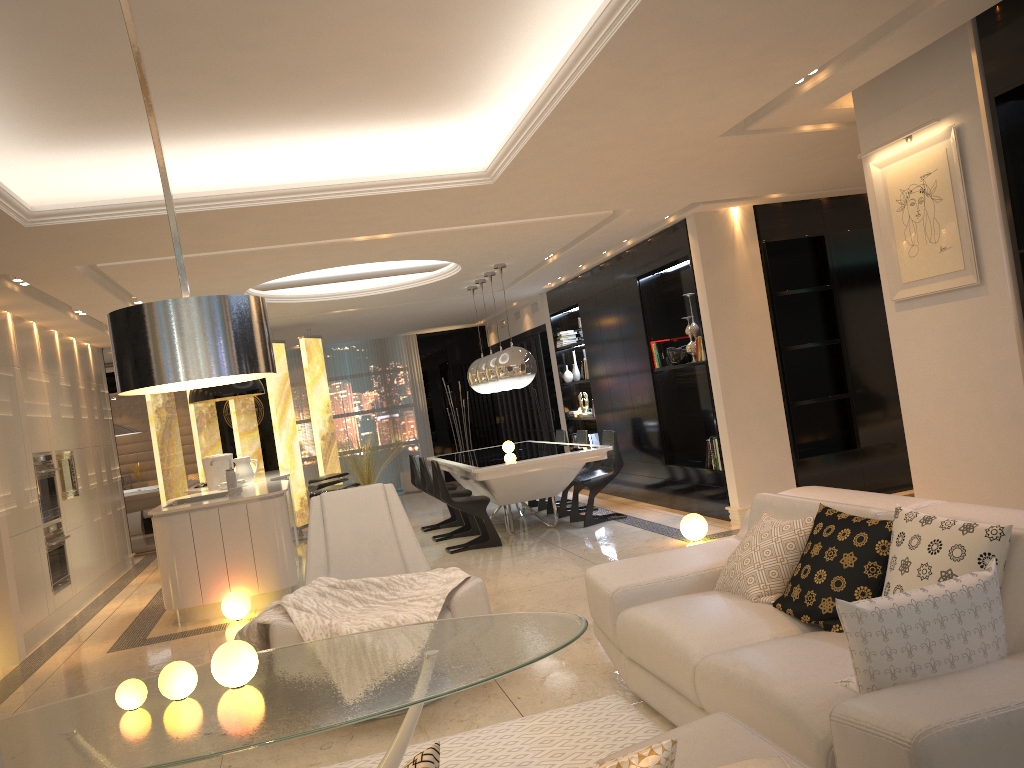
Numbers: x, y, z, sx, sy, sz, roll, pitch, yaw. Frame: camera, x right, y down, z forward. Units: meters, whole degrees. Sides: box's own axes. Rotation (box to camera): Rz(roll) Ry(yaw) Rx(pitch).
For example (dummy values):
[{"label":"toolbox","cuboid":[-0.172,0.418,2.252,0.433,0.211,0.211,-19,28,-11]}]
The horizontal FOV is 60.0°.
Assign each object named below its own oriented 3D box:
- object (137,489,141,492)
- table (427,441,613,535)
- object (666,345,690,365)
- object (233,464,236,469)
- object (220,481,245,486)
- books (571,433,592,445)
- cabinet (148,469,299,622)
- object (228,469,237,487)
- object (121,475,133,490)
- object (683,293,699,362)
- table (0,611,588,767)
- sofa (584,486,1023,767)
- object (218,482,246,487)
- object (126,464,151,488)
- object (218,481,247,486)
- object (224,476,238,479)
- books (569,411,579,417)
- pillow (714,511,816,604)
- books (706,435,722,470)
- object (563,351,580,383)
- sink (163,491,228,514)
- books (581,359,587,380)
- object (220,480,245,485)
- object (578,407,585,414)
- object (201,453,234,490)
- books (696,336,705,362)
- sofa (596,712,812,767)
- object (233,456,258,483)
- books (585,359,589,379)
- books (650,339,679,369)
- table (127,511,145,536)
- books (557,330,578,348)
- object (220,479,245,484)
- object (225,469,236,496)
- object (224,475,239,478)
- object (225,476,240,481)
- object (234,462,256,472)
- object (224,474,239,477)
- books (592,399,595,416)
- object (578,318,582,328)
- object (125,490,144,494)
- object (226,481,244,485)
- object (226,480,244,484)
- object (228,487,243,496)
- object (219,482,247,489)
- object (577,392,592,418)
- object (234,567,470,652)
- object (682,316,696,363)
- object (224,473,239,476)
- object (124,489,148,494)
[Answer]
[{"label":"object","cuboid":[-5.248,1.501,12.467,0.057,0.057,0.057,-8,-1,-44]},{"label":"table","cuboid":[0.002,1.094,9.274,1.293,0.759,3.031,-9,-1,-14]},{"label":"object","cuboid":[1.570,-0.264,8.353,0.193,0.177,0.375,-9,-1,-13]},{"label":"object","cuboid":[-3.133,0.963,9.632,0.266,0.147,0.253,-9,-1,29]},{"label":"object","cuboid":[-2.591,0.930,8.232,0.229,0.016,0.229,-9,-1,16]},{"label":"books","cuboid":[0.920,0.779,11.669,0.210,0.270,0.236,-9,-1,-14]},{"label":"cabinet","cuboid":[-2.617,1.421,8.551,1.046,0.887,3.752,-9,-1,-14]},{"label":"object","cuboid":[-2.311,0.803,7.322,0.071,0.219,0.071,-8,-1,-37]},{"label":"object","cuboid":[-6.578,1.813,15.063,0.247,0.522,0.124,-9,-1,-14]},{"label":"object","cuboid":[1.633,-0.503,7.950,0.121,0.612,0.121,-8,-1,-19]},{"label":"table","cuboid":[-0.740,1.222,2.735,2.140,0.565,0.999,-9,-1,-15]},{"label":"sofa","cuboid":[1.150,0.861,3.138,1.145,0.754,2.328,-9,-1,-14]},{"label":"object","cuboid":[-2.589,0.942,8.232,0.264,0.033,0.264,-8,-1,-45]},{"label":"object","cuboid":[-6.304,1.678,15.082,0.390,0.718,0.388,-8,-1,-23]},{"label":"object","cuboid":[-2.590,0.936,8.233,0.264,0.033,0.264,-8,-1,-45]},{"label":"object","cuboid":[-2.597,0.886,8.233,0.138,0.051,0.138,-9,-1,34]},{"label":"books","cuboid":[0.880,0.386,11.608,0.209,0.073,0.266,-9,-1,-10]},{"label":"pillow","cuboid":[1.038,0.710,3.652,0.351,0.329,0.521,-9,-1,-14]},{"label":"books","cuboid":[1.843,0.587,7.782,0.222,0.296,0.345,-9,-1,-14]},{"label":"object","cuboid":[0.760,-0.223,11.604,0.210,0.395,0.180,-9,-1,-11]},{"label":"sink","cuboid":[-2.593,1.030,7.394,0.485,0.152,0.738,-9,-1,-14]},{"label":"books","cuboid":[0.962,-0.190,10.973,0.207,0.256,0.245,-9,-1,-15]},{"label":"object","cuboid":[-2.592,0.921,8.232,0.229,0.016,0.229,-9,-1,16]},{"label":"object","cuboid":[0.908,0.354,11.397,0.125,0.125,0.125,-9,-1,26]},{"label":"object","cuboid":[-2.804,0.834,8.492,0.288,0.330,0.288,-9,-1,4]},{"label":"books","cuboid":[1.724,-0.327,7.765,0.189,0.238,0.290,-8,-1,-15]},{"label":"sofa","cuboid":[-0.426,1.084,1.409,2.328,0.754,1.145,-9,-1,-14]},{"label":"object","cuboid":[-2.619,0.846,8.707,0.183,0.254,0.211,-9,-1,38]},{"label":"books","cuboid":[1.011,-0.203,10.770,0.212,0.261,0.252,-9,-1,-14]},{"label":"books","cuboid":[1.506,-0.301,8.660,0.210,0.270,0.236,-9,-1,-14]},{"label":"table","cuboid":[-6.354,2.270,14.721,0.608,0.457,1.143,-9,-1,-14]},{"label":"books","cuboid":[0.721,-0.592,11.624,0.259,0.188,0.302,-9,-1,-7]},{"label":"object","cuboid":[-2.594,0.912,8.232,0.229,0.016,0.229,-9,-1,16]},{"label":"object","cuboid":[-2.286,0.798,7.218,0.071,0.219,0.071,-8,-1,-23]},{"label":"object","cuboid":[-2.598,0.881,8.233,0.138,0.051,0.138,-9,-1,34]},{"label":"object","cuboid":[-2.597,0.892,8.233,0.138,0.051,0.138,-9,-1,34]},{"label":"object","cuboid":[-2.685,0.879,8.923,0.213,0.214,0.212,-9,-1,37]},{"label":"object","cuboid":[-2.600,0.869,8.233,0.138,0.051,0.138,-9,-1,34]},{"label":"books","cuboid":[1.077,0.269,10.775,0.182,0.232,0.284,-9,-1,-11]},{"label":"object","cuboid":[0.896,-0.680,11.074,0.111,0.301,0.111,-8,-1,-18]},{"label":"object","cuboid":[-5.887,1.610,12.158,1.605,0.026,0.028,-8,-1,-34]},{"label":"object","cuboid":[-2.592,0.925,8.232,0.229,0.016,0.229,-9,-1,16]},{"label":"object","cuboid":[-2.593,0.916,8.232,0.229,0.016,0.229,-9,-1,16]},{"label":"object","cuboid":[-2.224,0.867,7.142,0.111,0.062,0.111,-9,-1,7]},{"label":"object","cuboid":[-2.588,0.949,8.232,0.264,0.033,0.264,-8,-1,-45]},{"label":"object","cuboid":[0.915,0.261,11.231,0.177,0.311,0.177,-9,-1,-14]},{"label":"object","cuboid":[-0.856,1.258,4.326,1.347,0.580,0.972,-9,-1,23]},{"label":"object","cuboid":[1.638,-0.404,8.102,0.121,0.416,0.121,-8,-1,-19]},{"label":"object","cuboid":[-2.601,0.864,8.233,0.138,0.051,0.138,-9,-1,34]},{"label":"object","cuboid":[-5.983,1.628,12.528,1.605,0.026,0.028,-9,-1,-9]}]
